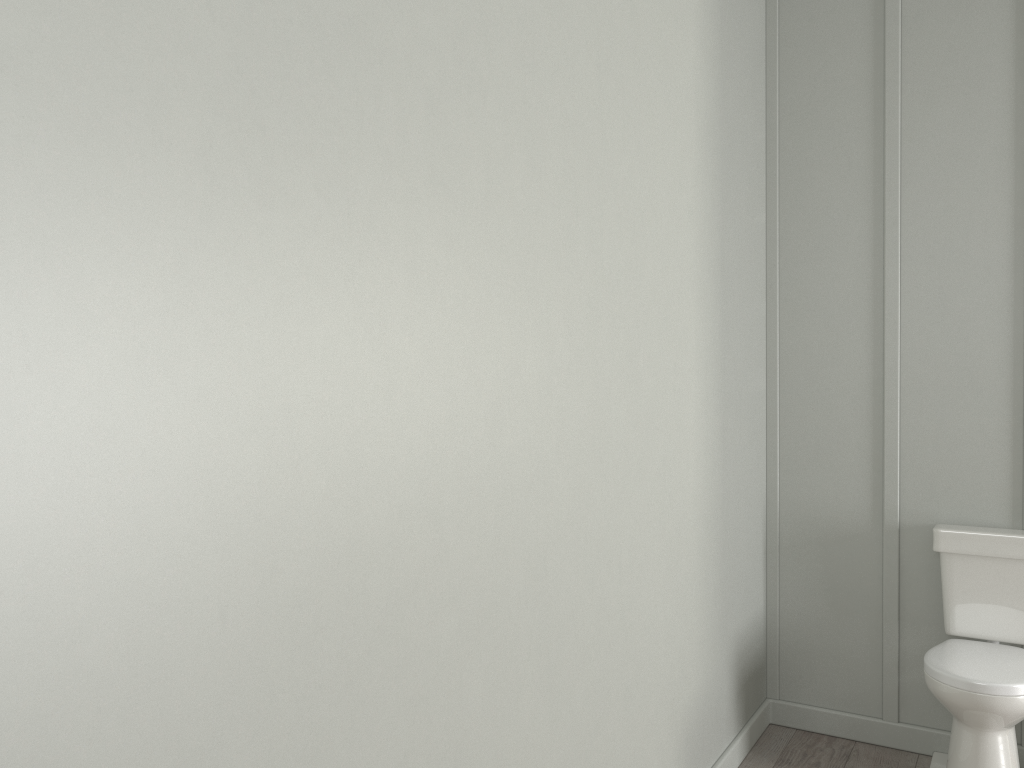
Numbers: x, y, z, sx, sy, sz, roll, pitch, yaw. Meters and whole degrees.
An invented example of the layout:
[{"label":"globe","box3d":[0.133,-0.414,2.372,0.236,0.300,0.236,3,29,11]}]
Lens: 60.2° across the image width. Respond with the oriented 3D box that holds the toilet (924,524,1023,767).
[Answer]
[{"label":"toilet","box3d":[1.426,0.857,2.640,0.342,0.787,0.507,0,2,31]}]
